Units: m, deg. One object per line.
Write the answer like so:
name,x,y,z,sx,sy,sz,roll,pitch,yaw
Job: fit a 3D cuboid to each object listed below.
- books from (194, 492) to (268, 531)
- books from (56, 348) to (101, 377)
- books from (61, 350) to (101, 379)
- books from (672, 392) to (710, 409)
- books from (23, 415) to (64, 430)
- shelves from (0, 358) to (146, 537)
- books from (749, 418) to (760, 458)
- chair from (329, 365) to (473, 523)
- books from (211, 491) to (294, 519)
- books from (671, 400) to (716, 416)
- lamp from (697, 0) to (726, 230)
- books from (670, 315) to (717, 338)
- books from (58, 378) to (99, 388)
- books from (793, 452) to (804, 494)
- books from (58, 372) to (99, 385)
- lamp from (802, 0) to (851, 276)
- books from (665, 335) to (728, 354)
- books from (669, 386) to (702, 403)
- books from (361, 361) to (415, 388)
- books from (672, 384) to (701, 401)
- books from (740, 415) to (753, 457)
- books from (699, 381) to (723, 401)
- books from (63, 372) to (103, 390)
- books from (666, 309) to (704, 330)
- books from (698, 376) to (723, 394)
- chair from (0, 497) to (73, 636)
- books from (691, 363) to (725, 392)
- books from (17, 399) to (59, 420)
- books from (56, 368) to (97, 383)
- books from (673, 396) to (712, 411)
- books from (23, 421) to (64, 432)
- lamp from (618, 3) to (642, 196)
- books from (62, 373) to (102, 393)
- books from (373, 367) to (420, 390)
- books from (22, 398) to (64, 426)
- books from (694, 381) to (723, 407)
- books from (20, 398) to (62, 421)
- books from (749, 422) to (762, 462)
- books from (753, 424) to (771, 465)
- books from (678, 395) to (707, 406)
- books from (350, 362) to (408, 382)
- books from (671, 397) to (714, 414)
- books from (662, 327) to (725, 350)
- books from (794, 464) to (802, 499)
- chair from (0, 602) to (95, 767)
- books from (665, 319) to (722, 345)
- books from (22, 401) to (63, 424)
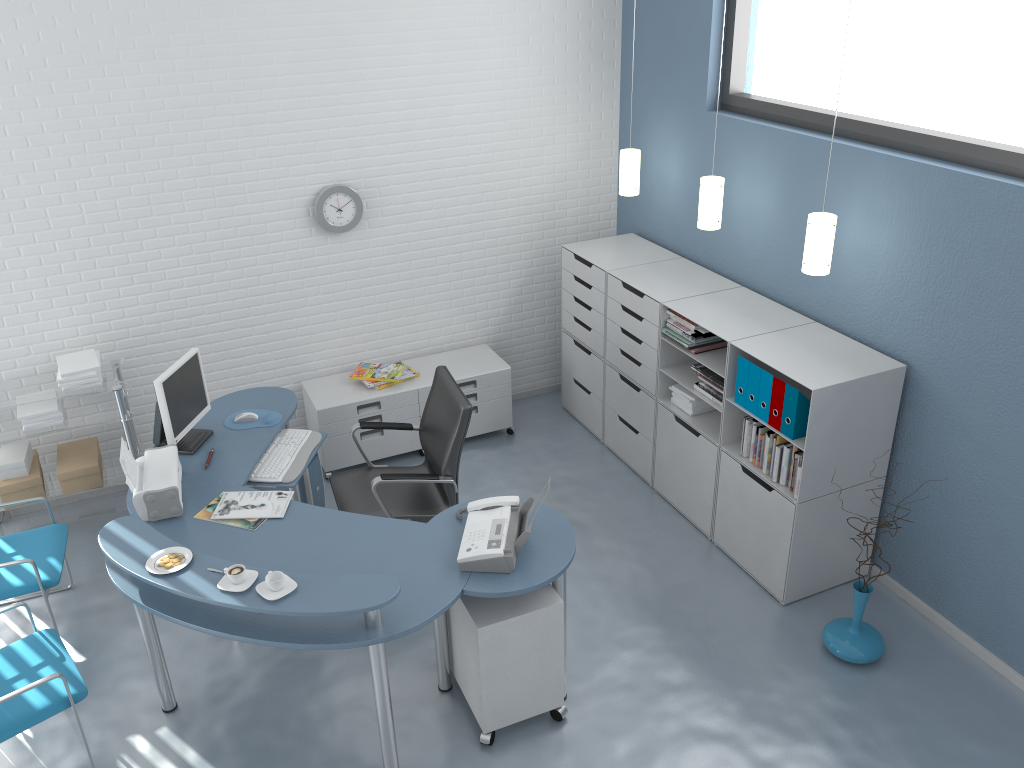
books,-1.141,0.528,3.701,0.300,0.005,0.200,8,28,19
books,-2.278,-0.113,4.655,0.190,0.015,0.270,-15,29,-25
books,-2.272,-0.106,4.673,0.190,0.015,0.270,-13,28,-21
books,1.029,0.061,4.786,0.270,0.015,0.190,-13,28,-21
books,-2.484,0.155,4.693,0.190,0.015,0.270,-15,29,-25
shelves,-2.476,0.401,4.803,0.896,0.848,0.441,-12,28,-20
books,1.210,0.242,4.269,0.138,0.229,0.032,-13,28,-21
chair,-0.552,0.481,4.408,0.652,0.948,0.584,-10,27,-16
books,-1.088,0.509,3.732,0.300,0.010,0.200,-1,26,1
books,1.030,0.098,4.813,0.270,0.015,0.190,-13,28,-21
lamp,1.002,-1.617,4.226,0.120,1.786,0.120,10,29,23
books,0.979,-0.320,4.591,0.187,0.034,0.298,-13,28,-21
books,-2.283,-0.056,4.676,0.190,0.015,0.270,-12,28,-20
books,1.342,0.390,3.991,0.157,0.203,0.032,-13,28,-21
books,-2.285,-0.072,4.674,0.190,0.015,0.270,-13,28,-21
lamp,1.332,-1.303,3.568,0.120,1.786,0.120,10,29,23
books,0.965,-0.230,4.648,0.209,0.019,0.265,-13,28,-21
books,1.015,0.029,4.785,0.270,0.015,0.190,-13,28,-21
books,-0.775,-0.059,5.427,0.300,0.020,0.210,-15,29,-26
books,1.027,0.018,4.773,0.270,0.015,0.190,-15,29,-25
books,1.187,0.242,4.301,0.157,0.203,0.040,-13,28,-21
books,1.093,0.024,4.464,0.212,0.023,0.224,-13,28,-21
books,-2.276,-0.046,4.688,0.190,0.015,0.270,-14,29,-24
books,0.959,-0.351,4.591,0.212,0.024,0.258,-13,28,-21
books,1.094,-0.009,4.465,0.197,0.034,0.251,-13,28,-21
chair,-2.328,0.850,4.045,0.543,0.707,0.542,-10,28,-17
books,1.074,-0.046,4.456,0.224,0.041,0.283,-13,28,-21
books,-2.491,0.107,4.655,0.190,0.015,0.270,-14,29,-24
books,-2.281,-0.083,4.662,0.190,0.015,0.270,-11,28,-19
books,1.036,0.074,4.794,0.270,0.015,0.190,-12,28,-20
books,-2.483,0.168,4.700,0.190,0.015,0.270,-13,29,-22
lamp,0.672,-1.932,4.883,0.120,1.786,0.120,10,29,23
books,-2.276,-0.033,4.695,0.190,0.015,0.270,-13,28,-21
books,-0.752,-0.050,5.453,0.300,0.020,0.210,-22,32,-35
books,-2.478,0.138,4.692,0.190,0.015,0.270,-13,28,-21
books,1.086,0.042,4.494,0.212,0.034,0.265,-13,28,-21
books,-2.481,0.111,4.680,0.190,0.015,0.270,-12,28,-20
books,1.213,0.269,4.251,0.157,0.198,0.022,-13,28,-21
books,1.224,0.277,4.227,0.157,0.203,0.032,-13,28,-21
books,1.035,0.046,4.783,0.270,0.015,0.190,-11,28,-19
books,-0.812,-0.072,5.412,0.300,0.020,0.210,3,27,10
books,1.029,0.085,4.806,0.270,0.015,0.190,-14,29,-24
books,0.948,-0.256,4.642,0.234,0.034,0.240,-13,28,-21
books,1.346,0.422,3.970,0.178,0.163,0.032,-13,28,-21
chair,-1.937,1.185,3.342,0.543,0.707,0.542,-21,32,-34
books,0.962,-0.289,4.618,0.212,0.044,0.265,-13,28,-21
books,-2.477,0.127,4.681,0.190,0.015,0.270,-13,29,-22
